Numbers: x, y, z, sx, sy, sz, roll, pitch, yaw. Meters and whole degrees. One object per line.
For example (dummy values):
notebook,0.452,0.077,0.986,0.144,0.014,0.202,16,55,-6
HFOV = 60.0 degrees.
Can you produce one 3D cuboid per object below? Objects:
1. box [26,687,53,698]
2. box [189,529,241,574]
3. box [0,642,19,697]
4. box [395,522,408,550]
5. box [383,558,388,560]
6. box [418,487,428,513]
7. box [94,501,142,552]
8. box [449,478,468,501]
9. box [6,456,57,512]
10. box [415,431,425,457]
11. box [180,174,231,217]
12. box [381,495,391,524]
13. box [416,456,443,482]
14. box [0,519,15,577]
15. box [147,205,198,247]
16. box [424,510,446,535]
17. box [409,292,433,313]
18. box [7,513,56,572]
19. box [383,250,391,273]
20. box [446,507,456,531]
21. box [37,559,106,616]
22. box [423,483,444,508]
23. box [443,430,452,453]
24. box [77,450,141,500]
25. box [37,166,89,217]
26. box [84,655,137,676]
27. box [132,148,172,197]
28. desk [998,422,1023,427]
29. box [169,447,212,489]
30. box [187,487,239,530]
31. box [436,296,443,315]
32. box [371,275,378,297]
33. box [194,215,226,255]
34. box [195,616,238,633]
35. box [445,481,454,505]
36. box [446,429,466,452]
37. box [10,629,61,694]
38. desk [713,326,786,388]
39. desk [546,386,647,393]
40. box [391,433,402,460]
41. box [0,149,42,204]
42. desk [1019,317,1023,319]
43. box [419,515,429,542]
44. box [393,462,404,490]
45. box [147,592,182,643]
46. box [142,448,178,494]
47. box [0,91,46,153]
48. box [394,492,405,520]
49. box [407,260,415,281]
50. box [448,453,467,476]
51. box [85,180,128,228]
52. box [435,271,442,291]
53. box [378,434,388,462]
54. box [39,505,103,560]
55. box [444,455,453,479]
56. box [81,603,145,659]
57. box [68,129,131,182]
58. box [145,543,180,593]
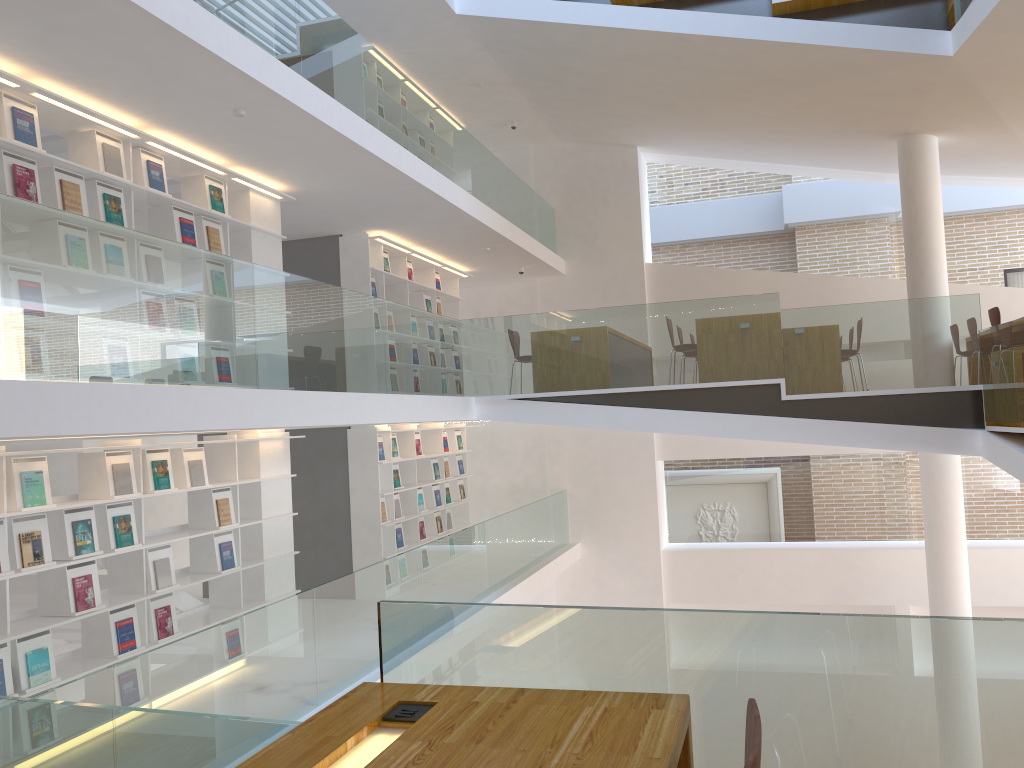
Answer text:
box,-2.728,1.877,4.980,0.274,0.296,0.245,-4,-3,16
box,-2.250,1.268,6.723,0.274,0.296,0.245,-4,-3,16
box,-2.831,1.541,4.705,0.274,0.296,0.245,-4,-3,16
box,-1.347,1.687,9.900,0.274,0.296,0.245,-4,-3,16
box,-1.449,2.005,9.487,0.274,0.296,0.245,-4,-3,16
box,-1.175,1.376,10.546,0.274,0.296,0.245,-4,-3,16
box,-2.578,0.912,5.694,0.274,0.296,0.245,-4,-3,16
box,-0.764,1.413,11.924,0.274,0.296,0.245,-4,-3,16
box,-2.795,0.565,5.034,0.274,0.296,0.245,-4,-3,16
box,-1.212,0.719,10.552,0.274,0.296,0.245,-4,-3,16
box,-2.374,-1.443,6.884,0.274,0.296,0.245,-4,-3,16
box,-1.482,1.348,9.517,0.274,0.296,0.245,-4,-3,16
box,-1.038,1.063,11.075,0.274,0.296,0.245,-4,-3,16
box,-2.866,0.884,4.729,0.274,0.296,0.245,-4,-3,16
box,-2.468,-1.128,6.497,0.274,0.296,0.245,-4,-3,16
box,-1.001,1.718,11.060,0.274,0.296,0.245,-4,-3,16
box,-1.142,-0.994,11.163,0.274,0.296,0.245,-4,-3,16
box,-2.791,0.894,5.024,0.274,0.296,0.245,-4,-3,16
box,-1.512,-1.354,9.991,0.274,0.296,0.245,-4,-3,16
box,-0.898,1.728,11.403,0.274,0.296,0.245,-4,-3,16
box,-2.659,1.224,5.355,0.274,0.296,0.245,-4,-3,16
box,-1.021,1.390,11.061,0.274,0.296,0.245,-4,-3,16
box,-0.951,0.744,11.436,0.274,0.296,0.245,-4,-3,16
box,-2.592,0.584,5.715,0.274,0.296,0.245,-4,-3,16
box,-2.780,-1.154,5.451,0.274,0.296,0.245,-4,-3,16
box,-2.529,1.895,5.648,0.274,0.296,0.245,-4,-3,16
box,-2.577,-1.462,6.202,0.274,0.296,0.245,-4,-3,16
desk,5.529,-0.070,6.553,3.356,0.606,0.760,-4,-3,16
box,-3.264,2.253,3.072,0.498,3.764,7.125,-4,-3,16
box,-2.267,0.940,6.735,0.274,0.296,0.245,-4,-3,16
box,-1.038,-0.985,11.510,0.274,0.296,0.245,-4,-3,16
box,-1.604,-1.037,9.612,0.274,0.296,0.245,-4,-3,16
box,-2.371,-1.116,6.823,0.274,0.296,0.245,-4,-3,16
box,-2.210,1.925,6.719,0.274,0.296,0.245,-4,-3,16
box,-0.920,1.399,11.399,0.274,0.296,0.245,-4,-3,16
box,-0.801,0.758,11.939,0.274,0.296,0.245,-4,-3,16
box,-2.747,1.549,4.988,0.274,0.296,0.245,-4,-3,16
desk,2.776,-0.223,9.576,1.248,0.757,3.196,-4,-3,16
desk,1.018,-0.187,10.101,0.760,0.606,3.194,-4,-3,16
box,-1.408,0.702,9.903,0.274,0.296,0.245,-4,-3,16
box,-2.895,-1.162,5.111,0.274,0.296,0.245,-4,-3,16
desk,5.547,-0.243,8.817,1.247,0.762,3.194,-4,-3,16
box,-1.162,1.704,10.519,0.274,0.296,0.245,-4,-3,16
box,-1.385,1.026,9.913,0.274,0.296,0.245,-4,-3,16
box,-2.439,1.577,6.021,0.274,0.296,0.245,-4,-3,16
box,-2.486,0.593,6.072,0.274,0.296,0.245,-4,-3,16
box,-2.899,-1.492,5.122,0.274,0.296,0.245,-4,-3,16
box,-1.374,1.357,9.877,0.274,0.296,0.245,-4,-3,16
box,-1.316,-1.338,10.640,0.274,0.296,0.245,-4,-3,16
box,-0.784,1.085,11.925,0.274,0.296,0.245,-4,-3,16
box,-2.682,-1.145,5.782,0.274,0.296,0.245,-4,-3,16
box,-1.055,-1.312,11.523,0.274,0.296,0.245,-4,-3,16
box,-1.514,0.695,9.546,0.274,0.296,0.245,-4,-3,16
box,-2.677,0.896,5.363,0.274,0.296,0.245,-4,-3,16
box,-0.934,1.071,11.422,0.274,0.296,0.245,-4,-3,16
box,-2.546,1.568,5.662,0.274,0.296,0.245,-4,-3,16
box,-2.696,-1.473,5.802,0.274,0.296,0.245,-4,-3,16
box,-2.457,1.249,6.029,0.274,0.296,0.245,-4,-3,16
